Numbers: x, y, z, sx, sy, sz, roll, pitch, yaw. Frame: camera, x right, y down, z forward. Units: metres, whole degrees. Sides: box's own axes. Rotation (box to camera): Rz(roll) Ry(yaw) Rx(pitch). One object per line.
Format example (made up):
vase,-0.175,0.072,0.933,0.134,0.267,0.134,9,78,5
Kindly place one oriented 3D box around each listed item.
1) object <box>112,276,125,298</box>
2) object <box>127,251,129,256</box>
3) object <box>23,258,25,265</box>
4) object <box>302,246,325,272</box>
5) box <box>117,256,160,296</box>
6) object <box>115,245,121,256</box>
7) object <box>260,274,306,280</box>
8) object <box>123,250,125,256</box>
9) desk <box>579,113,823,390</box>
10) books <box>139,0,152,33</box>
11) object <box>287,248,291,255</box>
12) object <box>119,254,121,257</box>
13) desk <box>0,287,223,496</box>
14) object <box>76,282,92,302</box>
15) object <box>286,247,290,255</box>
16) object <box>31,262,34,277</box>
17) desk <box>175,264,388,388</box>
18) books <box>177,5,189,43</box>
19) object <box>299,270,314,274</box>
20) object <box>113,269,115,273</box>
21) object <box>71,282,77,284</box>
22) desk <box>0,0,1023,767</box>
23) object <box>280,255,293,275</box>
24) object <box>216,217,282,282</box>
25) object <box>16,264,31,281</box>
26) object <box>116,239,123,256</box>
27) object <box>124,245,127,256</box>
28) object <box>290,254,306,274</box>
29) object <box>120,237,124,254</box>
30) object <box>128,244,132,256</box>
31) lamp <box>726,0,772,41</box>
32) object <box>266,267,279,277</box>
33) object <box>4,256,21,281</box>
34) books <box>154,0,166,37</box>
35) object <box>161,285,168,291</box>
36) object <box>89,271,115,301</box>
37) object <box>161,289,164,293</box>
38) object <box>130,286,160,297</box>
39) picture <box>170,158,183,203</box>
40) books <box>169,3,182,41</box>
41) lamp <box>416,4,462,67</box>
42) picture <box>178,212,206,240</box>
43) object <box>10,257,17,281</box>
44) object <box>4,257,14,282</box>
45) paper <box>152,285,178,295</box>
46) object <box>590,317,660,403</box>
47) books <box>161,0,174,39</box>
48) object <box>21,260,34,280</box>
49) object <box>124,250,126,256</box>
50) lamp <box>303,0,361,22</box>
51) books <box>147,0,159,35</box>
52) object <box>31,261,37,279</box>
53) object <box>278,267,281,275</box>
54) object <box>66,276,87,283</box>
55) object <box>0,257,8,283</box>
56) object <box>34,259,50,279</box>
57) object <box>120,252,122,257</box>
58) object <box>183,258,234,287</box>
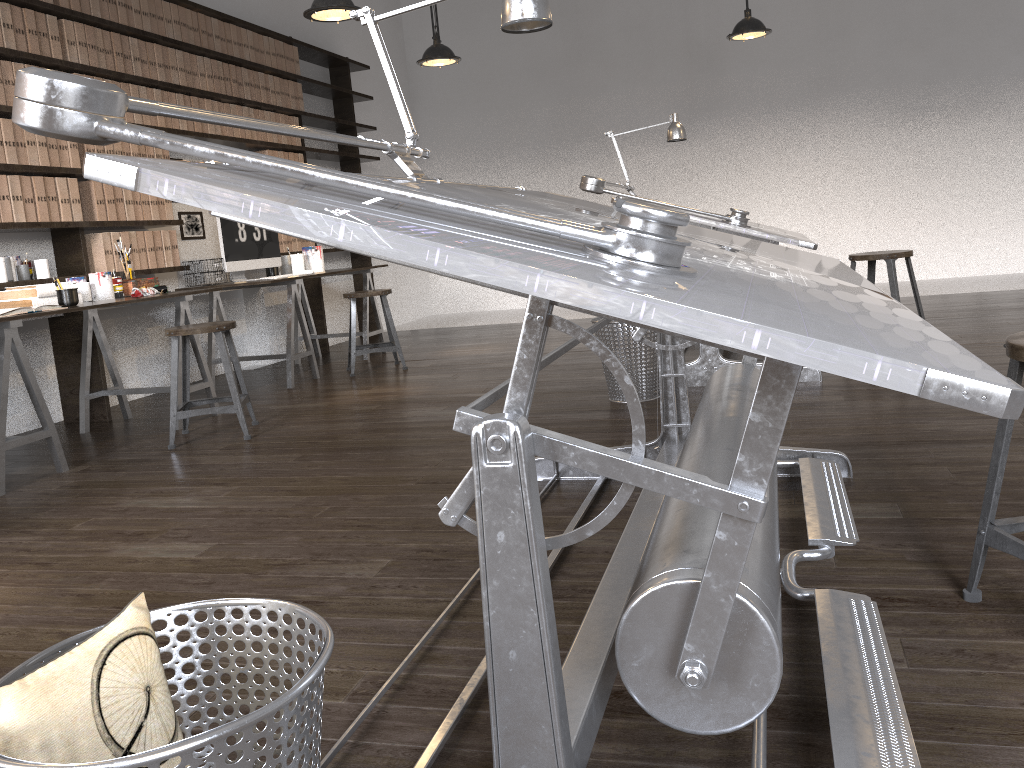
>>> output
object,-2.013,-0.494,4.523,0.049,0.111,0.050,-3,8,20
object,-2.021,-0.624,4.660,0.033,0.147,0.005,-9,8,-30
object,-2.381,-0.564,4.318,0.035,0.104,0.004,-4,7,15
object,-1.418,-0.886,6.329,0.145,0.195,0.144,-7,8,-11
box,-1.997,-0.575,4.682,0.137,0.206,0.213,-3,8,17
object,-2.040,-0.640,4.644,0.053,0.181,0.006,-10,8,-30
object,-1.459,-0.688,5.669,0.118,0.017,0.442,-3,10,12
object,-2.033,-0.627,4.663,0.006,0.156,0.005,-8,7,-20
desk,1.073,-0.828,4.911,1.075,1.378,2.085,-3,9,17
books,-2.221,-2.161,5.192,0.174,0.224,0.067,-3,7,17
object,-1.570,-0.885,6.341,0.055,0.179,0.007,-6,7,-1
object,-2.035,-0.612,4.638,0.022,0.133,0.005,-9,7,-26
desk,-2.046,-0.014,4.028,0.655,0.665,1.681,-3,9,17
object,-2.112,-0.454,4.371,0.062,0.094,0.062,-9,8,-23
object,-1.583,-0.884,6.347,0.045,0.203,0.007,-6,7,-2
object,-2.397,-0.573,4.456,0.062,0.095,0.062,-12,10,-41
desk,-1.453,-0.411,6.065,0.655,0.665,1.681,-3,9,17
books,-2.122,-2.227,5.529,0.174,0.224,0.067,-3,7,17
object,-1.387,-0.753,5.968,0.106,0.028,0.059,-3,9,13
object,-2.058,-0.521,4.587,0.005,0.147,0.033,-4,7,16
object,-2.171,-0.451,4.389,0.044,0.100,0.045,-3,7,17
desk,0.144,-0.206,1.722,1.075,1.378,2.297,-3,9,17
object,-1.583,-0.834,6.234,0.096,0.142,0.097,-1,9,34
object,-1.720,-0.926,5.728,0.204,0.515,0.648,-3,9,17
object,-2.392,-0.542,4.335,0.054,0.081,0.054,-5,8,7
object,-2.031,-0.650,4.632,0.007,0.213,0.055,-3,7,23
object,-2.014,-0.639,4.648,0.021,0.179,0.005,-1,8,36
object,-1.491,-0.834,6.178,0.094,0.144,0.095,1,10,43
object,-2.040,-0.661,4.653,0.007,0.227,0.020,-11,9,-41
object,-2.022,-0.642,4.650,0.072,0.185,0.008,-10,8,-31
lamp,1.560,-3.553,6.096,0.313,2.239,0.312,-6,7,-3
object,-1.665,-0.808,6.139,0.092,0.141,0.097,-6,8,-4
object,-2.471,-0.564,4.371,0.095,0.129,0.094,-5,8,4
books,-2.188,-2.187,5.327,0.174,0.224,0.067,-3,7,17
object,-1.875,-0.511,4.756,0.049,0.037,0.049,-2,9,20
object,-2.070,-0.493,4.470,0.104,0.141,0.105,-2,8,24
object,-1.822,-0.482,4.604,0.011,0.017,0.172,-7,10,-14
object,-1.862,-0.473,4.501,0.132,0.050,0.198,-7,9,-12
picture,-2.183,-1.317,5.732,0.022,0.283,0.203,-4,8,16
books,-2.142,-2.214,5.461,0.174,0.224,0.067,-3,7,17
lamp,-0.610,-3.327,5.990,0.313,2.239,0.312,0,9,41
picture,-2.125,-1.049,5.868,0.023,0.182,0.253,-4,9,17
object,-2.419,-0.546,4.251,0.062,0.118,0.062,-7,7,-15
object,-2.471,-0.547,4.189,0.205,0.161,0.095,-3,8,18
paper,-1.846,-0.492,4.633,0.137,0.038,0.156,0,11,31
object,0.548,-0.121,4.022,0.353,0.375,0.355,1,10,38
books,-2.165,-2.200,5.393,0.174,0.224,0.067,-3,7,17
object,-2.404,-0.562,4.395,0.045,0.102,0.044,-5,7,8
object,-2.019,-0.627,4.641,0.008,0.152,0.038,-8,7,-23
lamp,-1.041,-3.038,4.511,0.313,2.239,0.312,0,9,41
books,-2.206,-2.174,5.261,0.174,0.224,0.067,-3,7,17
object,-2.348,-0.569,4.406,0.063,0.094,0.062,-12,10,-41
object,-1.663,-0.837,6.298,0.094,0.144,0.095,-1,9,34
object,-2.185,-0.474,4.455,0.094,0.127,0.095,-4,8,13
object,-2.386,-0.528,4.118,0.062,0.118,0.062,-7,7,-15
object,-2.308,-0.564,4.352,0.062,0.095,0.062,-12,10,-41
object,-2.039,-0.622,4.648,0.005,0.151,0.045,-6,7,-1
object,-1.860,-0.683,5.425,0.203,0.160,0.286,-4,9,9
